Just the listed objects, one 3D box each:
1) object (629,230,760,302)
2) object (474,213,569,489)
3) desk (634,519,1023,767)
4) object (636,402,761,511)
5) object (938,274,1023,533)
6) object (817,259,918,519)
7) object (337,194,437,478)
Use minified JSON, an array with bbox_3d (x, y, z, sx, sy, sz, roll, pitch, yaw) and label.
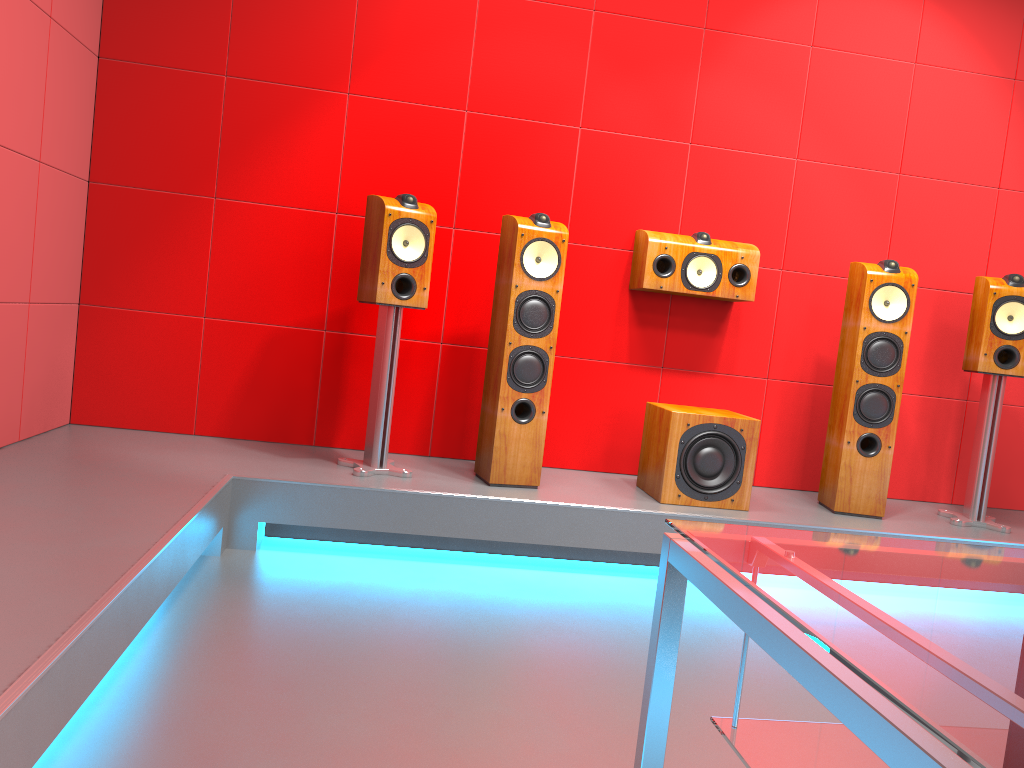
[{"bbox_3d":[0.792,-0.520,3.853,0.493,0.271,0.235,6,4,-8],"label":"object"},{"bbox_3d":[0.036,-0.135,3.462,0.203,1.052,0.238,5,4,-18],"label":"object"},{"bbox_3d":[0.898,0.585,0.802,1.617,0.690,0.594,6,4,-8],"label":"desk"},{"bbox_3d":[0.745,0.286,3.588,0.360,0.360,0.360,6,4,-8],"label":"object"},{"bbox_3d":[2.021,0.069,3.738,0.231,1.058,0.265,7,4,12],"label":"object"},{"bbox_3d":[1.476,0.013,3.685,0.203,1.052,0.238,7,4,2],"label":"object"},{"bbox_3d":[-0.473,-0.190,3.391,0.231,1.058,0.265,4,5,-28],"label":"object"}]
